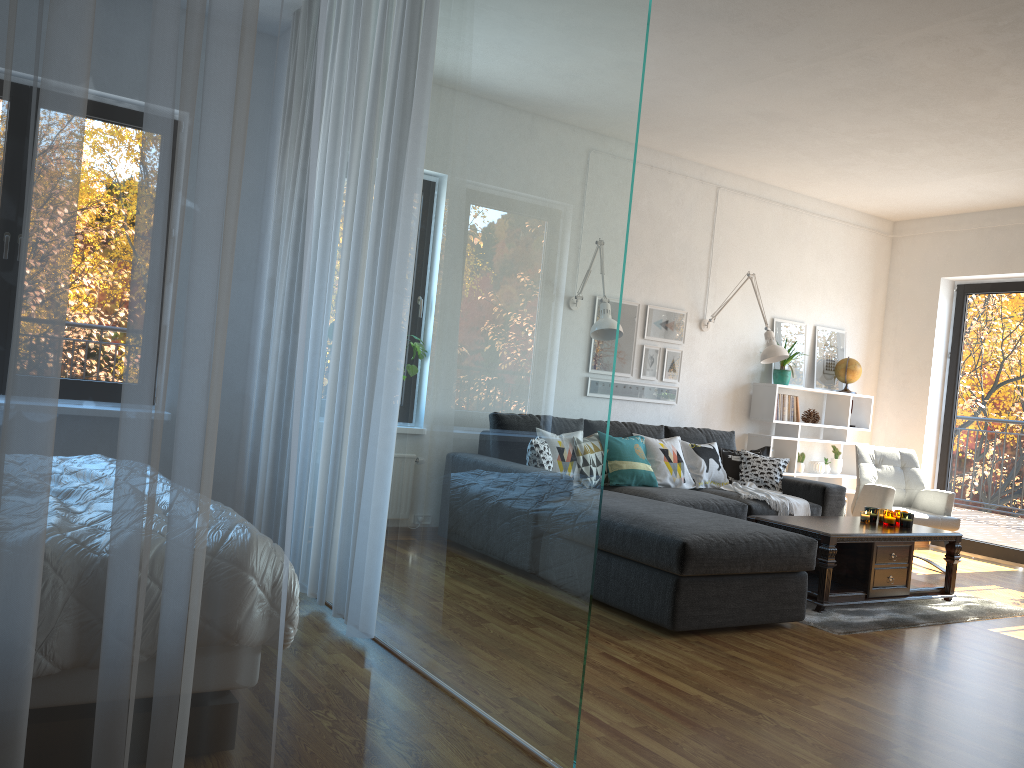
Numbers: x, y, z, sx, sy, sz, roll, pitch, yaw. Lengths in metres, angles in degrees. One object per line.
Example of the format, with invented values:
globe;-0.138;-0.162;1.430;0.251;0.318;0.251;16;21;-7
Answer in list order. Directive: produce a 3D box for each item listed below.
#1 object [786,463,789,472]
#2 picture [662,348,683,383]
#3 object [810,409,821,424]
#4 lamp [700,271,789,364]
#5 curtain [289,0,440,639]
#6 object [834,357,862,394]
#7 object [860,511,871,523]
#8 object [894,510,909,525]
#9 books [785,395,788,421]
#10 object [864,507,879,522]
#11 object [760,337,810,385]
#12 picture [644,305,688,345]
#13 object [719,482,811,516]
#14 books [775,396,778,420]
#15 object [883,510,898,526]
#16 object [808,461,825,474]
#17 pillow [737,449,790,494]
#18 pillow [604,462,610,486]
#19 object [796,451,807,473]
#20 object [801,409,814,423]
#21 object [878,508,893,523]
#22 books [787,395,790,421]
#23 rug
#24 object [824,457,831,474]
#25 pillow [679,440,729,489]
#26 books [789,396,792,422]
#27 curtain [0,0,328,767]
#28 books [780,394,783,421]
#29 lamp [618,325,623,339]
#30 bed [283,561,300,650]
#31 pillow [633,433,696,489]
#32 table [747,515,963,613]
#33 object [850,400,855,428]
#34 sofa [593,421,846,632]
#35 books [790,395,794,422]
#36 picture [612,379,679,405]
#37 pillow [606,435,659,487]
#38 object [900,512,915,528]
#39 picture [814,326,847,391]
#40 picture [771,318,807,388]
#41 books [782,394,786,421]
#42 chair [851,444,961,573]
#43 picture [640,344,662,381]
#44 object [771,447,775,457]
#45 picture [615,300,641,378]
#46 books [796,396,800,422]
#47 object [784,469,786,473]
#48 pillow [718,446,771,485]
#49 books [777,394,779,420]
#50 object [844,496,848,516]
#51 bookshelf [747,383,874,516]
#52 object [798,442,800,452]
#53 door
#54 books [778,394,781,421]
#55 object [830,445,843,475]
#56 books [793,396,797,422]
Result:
object;2.155;0.645;6.983;0.039;0.099;0.039;5;0;-36
picture;1.183;-0.136;6.546;0.166;0.248;0.021;5;1;-32
object;2.461;0.265;7.218;0.101;0.125;0.096;6;0;-17
lamp;1.727;-0.488;6.480;0.200;0.670;0.697;5;0;-41
curtain;-0.820;-0.499;3.891;0.153;2.733;1.806;5;0;-30
object;2.803;-0.073;7.404;0.217;0.305;0.215;6;0;-15
object;2.068;0.776;5.188;0.060;0.061;0.059;6;0;-27
object;2.296;0.789;5.238;0.079;0.081;0.079;6;0;-37
books;2.108;0.185;6.977;0.048;0.208;0.135;5;0;-32
object;2.123;0.772;5.243;0.079;0.081;0.079;6;0;-37
object;2.144;-0.173;6.992;0.387;0.372;0.424;6;0;44
picture;1.126;-0.431;6.490;0.390;0.248;0.021;6;0;-32
object;1.584;0.771;5.818;0.488;0.212;0.605;6;0;-36
books;2.011;0.175;6.913;0.043;0.205;0.129;5;0;-32
object;2.189;0.778;5.135;0.079;0.081;0.079;6;0;-37
object;2.477;0.678;7.218;0.134;0.097;0.132;6;0;28
pillow;1.752;0.630;6.184;0.358;0.312;0.169;6;0;8
pillow;0.463;0.486;5.567;0.242;0.363;0.454;6;0;25
object;2.276;0.620;7.034;0.088;0.173;0.087;6;0;-16
object;2.392;0.256;7.177;0.102;0.127;0.095;6;0;13
object;2.199;0.779;5.223;0.079;0.081;0.079;6;0;-37
books;2.132;0.187;6.991;0.044;0.209;0.132;5;0;-33
rug;1.994;1.211;5.061;1.814;0.034;1.051;6;0;-33
object;2.587;0.670;7.305;0.072;0.137;0.072;6;0;38
pillow;1.333;0.560;6.101;0.382;0.318;0.265;6;0;-32
books;2.150;0.191;7.004;0.035;0.204;0.131;5;0;-32
curtain;-1.146;-0.544;1.363;1.809;2.733;0.154;5;1;-30
books;2.062;0.181;6.946;0.044;0.209;0.136;5;0;-32
lamp;0.519;-0.612;5.717;0.200;0.670;0.697;5;0;-23
bed;-2.036;0.416;2.447;2.443;0.763;2.164;6;0;-32
pillow;1.039;0.534;5.923;0.437;0.368;0.285;6;0;-32
table;1.934;0.998;5.026;1.180;0.409;0.569;6;0;-32
object;2.867;0.250;7.491;0.066;0.230;0.075;6;1;38
sofa;1.196;0.717;5.274;2.510;0.848;2.162;6;0;-32
books;2.168;0.191;7.016;0.044;0.208;0.133;5;0;-32
picture;0.879;0.051;6.369;0.837;0.136;0.021;6;0;-32
pillow;0.746;0.489;5.734;0.414;0.340;0.272;6;0;-33
object;2.285;0.787;5.133;0.079;0.081;0.079;6;0;-37
picture;2.669;-0.201;7.443;0.390;0.532;0.059;5;0;-32
picture;2.240;-0.244;7.171;0.390;0.532;0.059;5;0;-32
books;2.087;0.182;6.957;0.044;0.210;0.133;5;0;-31
chair;2.817;0.892;6.441;0.545;0.832;0.685;6;0;-7
picture;1.003;-0.155;6.433;0.166;0.248;0.021;5;1;-32
object;2.003;0.580;6.969;0.108;0.197;0.108;6;0;-21
picture;0.725;-0.328;6.242;0.390;0.534;0.013;5;1;-32
books;2.228;0.197;7.050;0.070;0.204;0.132;5;0;-31
object;2.126;0.670;6.945;0.040;0.044;0.040;6;0;-6
pillow;1.611;0.601;6.306;0.449;0.358;0.234;6;0;-6
books;2.029;0.179;6.926;0.033;0.210;0.136;5;0;-31
object;2.749;1.035;7.432;0.126;0.246;0.118;5;0;-25
bookshelf;2.405;0.643;7.204;1.190;1.201;0.237;6;0;-32
object;2.304;0.591;7.202;0.051;0.238;0.051;6;0;-14
door;3.910;0.279;7.126;0.120;2.275;0.975;5;0;-32
books;2.044;0.178;6.933;0.035;0.209;0.129;5;0;-32
object;2.694;0.632;7.360;0.097;0.236;0.098;5;1;-45
books;2.199;0.194;7.036;0.061;0.211;0.128;5;0;-31
